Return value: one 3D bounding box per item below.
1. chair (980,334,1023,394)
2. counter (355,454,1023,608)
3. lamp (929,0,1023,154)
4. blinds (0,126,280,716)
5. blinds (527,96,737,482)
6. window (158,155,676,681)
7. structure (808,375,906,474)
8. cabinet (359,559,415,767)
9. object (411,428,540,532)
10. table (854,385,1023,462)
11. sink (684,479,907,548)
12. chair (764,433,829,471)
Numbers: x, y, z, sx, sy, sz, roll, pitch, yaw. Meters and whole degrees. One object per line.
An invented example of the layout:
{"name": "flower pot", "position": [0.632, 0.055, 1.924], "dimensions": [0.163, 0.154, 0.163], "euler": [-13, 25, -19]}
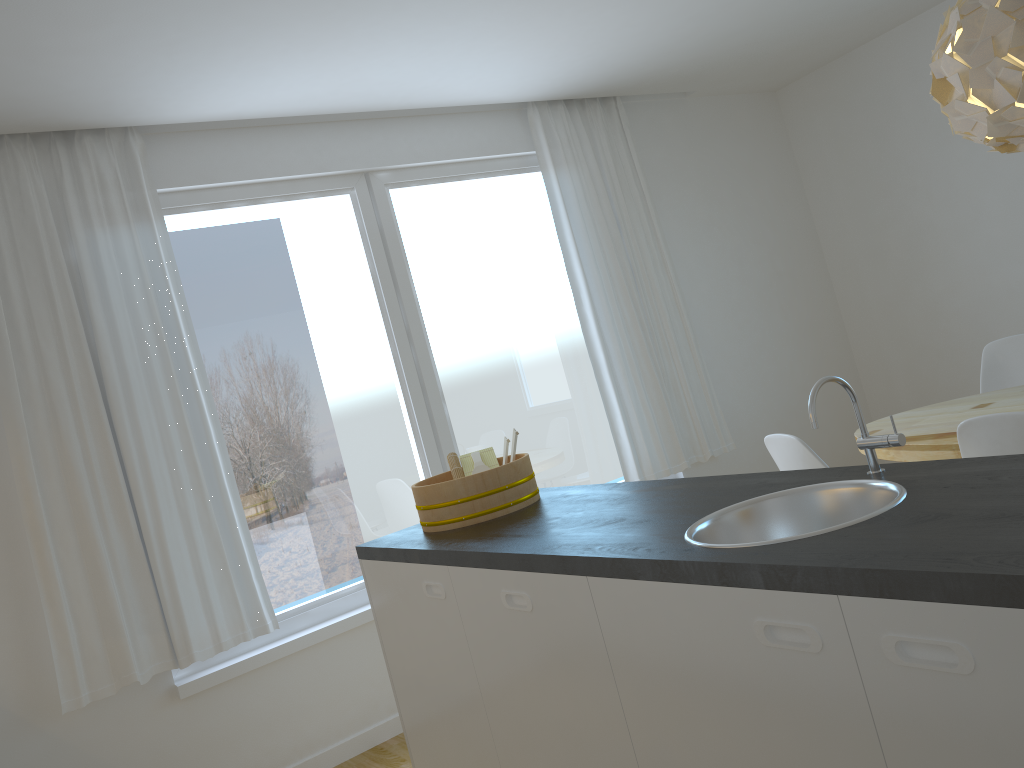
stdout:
{"name": "chair", "position": [2.325, 0.248, 3.904], "dimensions": [0.426, 0.904, 0.526], "euler": [-17, -3, 32]}
{"name": "counter", "position": [0.386, 0.292, 1.916], "dimensions": [0.605, 0.040, 2.379], "euler": [-15, 0, -33]}
{"name": "lamp", "position": [1.700, -1.329, 3.008], "dimensions": [0.651, 1.138, 0.633], "euler": [-14, -3, -34]}
{"name": "blinds", "position": [-1.515, 0.017, 3.337], "dimensions": [0.800, 2.166, 0.148], "euler": [-13, -4, -33]}
{"name": "blinds", "position": [0.651, -0.584, 4.804], "dimensions": [0.800, 2.166, 0.148], "euler": [-13, -4, -33]}
{"name": "window", "position": [-0.471, -0.084, 4.232], "dimensions": [2.746, 1.924, 0.087], "euler": [-15, -3, -33]}
{"name": "structure", "position": [0.671, 0.083, 1.734], "dimensions": [0.163, 0.216, 0.096], "euler": [-14, -3, -33]}
{"name": "cabinet", "position": [0.511, 0.751, 1.890], "dimensions": [0.605, 0.912, 2.379], "euler": [-14, -1, -33]}
{"name": "object", "position": [-0.123, 0.296, 2.758], "dimensions": [0.379, 0.215, 0.428], "euler": [-15, 0, -5]}
{"name": "table", "position": [2.220, 0.373, 2.933], "dimensions": [1.202, 0.727, 2.170], "euler": [-15, 0, -34]}
{"name": "sink", "position": [0.536, 0.309, 1.632], "dimensions": [0.403, 0.157, 0.404], "euler": [-15, 0, 9]}
{"name": "chair", "position": [1.275, 0.540, 3.073], "dimensions": [0.525, 0.904, 0.427], "euler": [-15, -3, -13]}
